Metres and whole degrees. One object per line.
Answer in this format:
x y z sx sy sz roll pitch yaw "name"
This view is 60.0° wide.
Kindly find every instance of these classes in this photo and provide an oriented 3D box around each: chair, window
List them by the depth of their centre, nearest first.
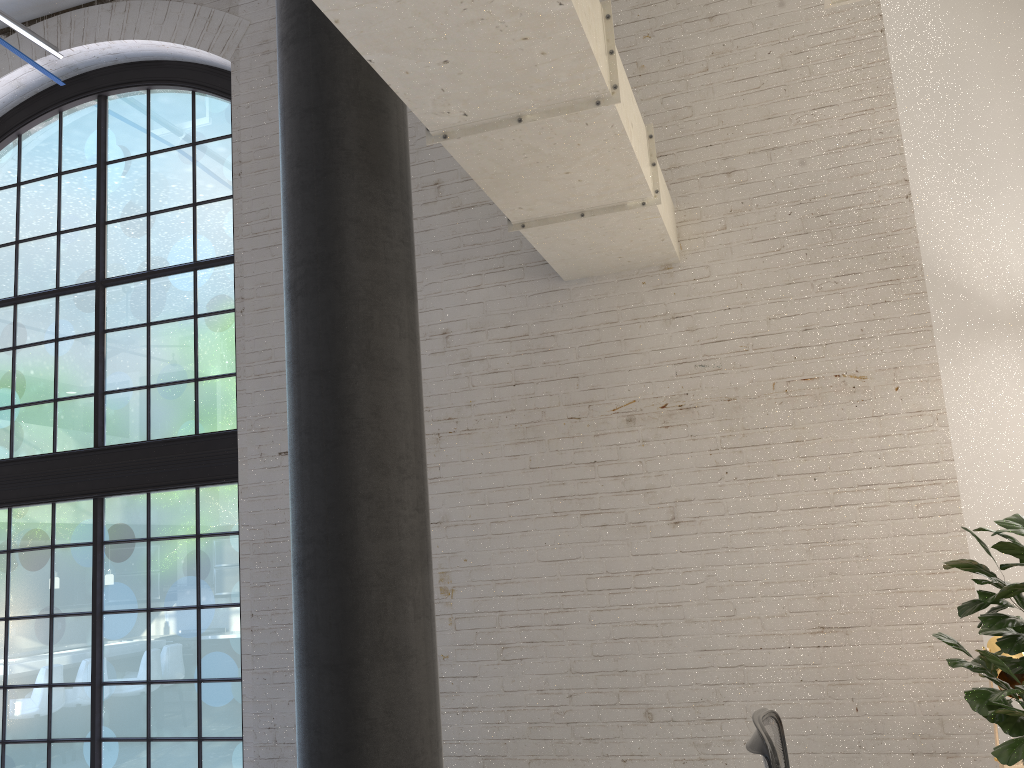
1.035 1.522 2.586 0.792 1.083 0.772 -4 -10 0 "chair"
-2.637 0.387 5.674 2.492 5.165 0.138 -7 -11 17 "window"

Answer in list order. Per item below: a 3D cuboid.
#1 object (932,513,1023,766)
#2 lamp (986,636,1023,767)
1.109 0.616 1.743 0.439 1.074 0.515 -6 -10 7 "object"
1.670 1.081 2.949 0.126 0.468 0.345 -7 -11 16 "lamp"
